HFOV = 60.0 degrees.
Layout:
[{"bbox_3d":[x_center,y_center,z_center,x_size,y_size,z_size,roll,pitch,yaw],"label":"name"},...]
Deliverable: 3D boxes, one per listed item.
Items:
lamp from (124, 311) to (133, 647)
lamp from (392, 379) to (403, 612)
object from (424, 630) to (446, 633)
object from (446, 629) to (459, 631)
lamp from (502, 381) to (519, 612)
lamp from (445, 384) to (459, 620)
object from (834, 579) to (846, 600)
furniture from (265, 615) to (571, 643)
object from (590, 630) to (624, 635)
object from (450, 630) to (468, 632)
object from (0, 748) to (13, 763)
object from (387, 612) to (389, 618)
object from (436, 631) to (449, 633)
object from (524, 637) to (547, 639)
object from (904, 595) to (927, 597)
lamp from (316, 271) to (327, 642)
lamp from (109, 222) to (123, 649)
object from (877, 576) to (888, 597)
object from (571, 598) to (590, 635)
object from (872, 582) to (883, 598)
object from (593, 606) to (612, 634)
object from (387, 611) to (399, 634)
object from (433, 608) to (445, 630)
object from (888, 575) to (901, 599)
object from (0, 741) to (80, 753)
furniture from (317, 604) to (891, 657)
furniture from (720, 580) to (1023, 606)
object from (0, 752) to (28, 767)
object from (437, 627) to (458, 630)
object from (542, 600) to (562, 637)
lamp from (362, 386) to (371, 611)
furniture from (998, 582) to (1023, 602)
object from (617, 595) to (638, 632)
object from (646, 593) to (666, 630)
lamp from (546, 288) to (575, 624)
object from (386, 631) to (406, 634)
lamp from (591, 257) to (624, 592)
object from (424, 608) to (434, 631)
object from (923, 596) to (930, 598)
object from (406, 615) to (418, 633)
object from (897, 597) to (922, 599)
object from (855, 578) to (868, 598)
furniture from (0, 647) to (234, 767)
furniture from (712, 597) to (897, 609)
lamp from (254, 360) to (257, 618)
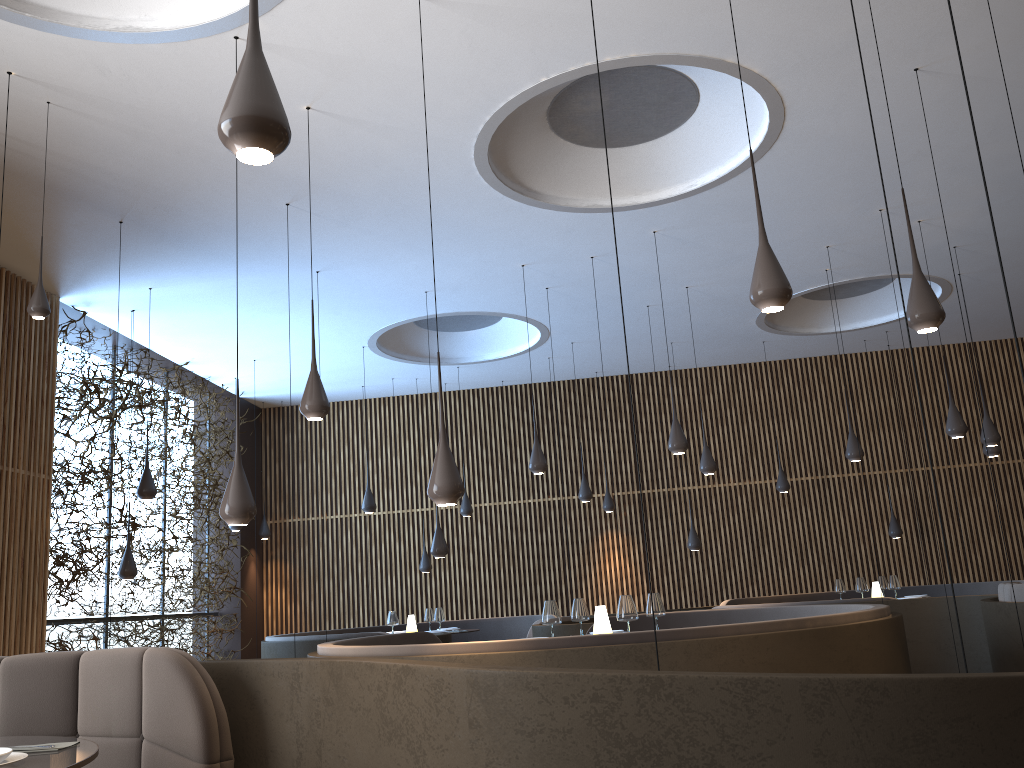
[{"bbox_3d":[-4.033,2.225,9.249,0.196,6.241,0.196,-11,-14,29],"label":"lamp"},{"bbox_3d":[-1.612,2.961,12.949,0.196,6.241,0.197,-9,-13,20],"label":"lamp"},{"bbox_3d":[-0.906,2.934,10.491,0.263,0.029,0.264,-7,-14,10],"label":"object"},{"bbox_3d":[-0.818,3.116,11.220,0.332,0.014,0.334,-2,-14,-10],"label":"object"},{"bbox_3d":[0.067,2.994,13.573,0.196,6.241,0.196,-11,-14,29],"label":"lamp"},{"bbox_3d":[-0.843,3.037,13.483,0.196,6.241,0.197,-9,-13,20],"label":"lamp"},{"bbox_3d":[4.062,2.567,10.974,0.142,0.294,0.142,-13,-16,35],"label":"object"},{"bbox_3d":[-0.968,3.447,10.722,3.883,1.041,3.813,0,-14,-18],"label":"furniture"},{"bbox_3d":[0.725,1.907,6.782,0.263,0.029,0.264,-4,-14,0],"label":"object"},{"bbox_3d":[-0.645,2.969,10.640,0.126,0.016,0.263,5,-17,-34],"label":"object"},{"bbox_3d":[-1.354,0.914,2.136,0.263,0.029,0.264,0,-14,-18],"label":"object"},{"bbox_3d":[-1.508,3.013,11.169,0.142,0.294,0.142,-5,-13,5],"label":"object"},{"bbox_3d":[-0.906,2.943,10.489,0.332,0.014,0.334,-2,-14,-9],"label":"object"},{"bbox_3d":[0.141,1.862,6.430,0.263,0.029,0.264,3,-16,-28],"label":"object"},{"bbox_3d":[4.942,2.602,10.842,0.263,0.029,0.264,-6,-14,9],"label":"object"},{"bbox_3d":[-1.793,1.882,8.501,0.196,6.241,0.196,6,-16,-39],"label":"lamp"},{"bbox_3d":[-3.194,1.630,7.067,0.196,6.241,0.197,0,-13,-19],"label":"lamp"},{"bbox_3d":[4.645,2.554,11.094,0.142,0.294,0.142,-15,-17,41],"label":"object"},{"bbox_3d":[0.516,1.769,6.691,0.142,0.294,0.142,-10,-14,26],"label":"object"},{"bbox_3d":[4.408,2.510,10.714,0.142,0.231,0.145,-3,-13,-3],"label":"object"},{"bbox_3d":[0.638,1.696,6.303,0.142,0.231,0.145,-9,-14,20],"label":"object"},{"bbox_3d":[-1.422,2.860,10.570,0.142,0.294,0.142,-4,-13,0],"label":"object"},{"bbox_3d":[-0.880,2.863,10.744,0.142,0.294,0.142,-4,-13,-2],"label":"object"},{"bbox_3d":[4.561,2.431,10.565,0.142,0.294,0.142,-12,-15,31],"label":"object"},{"bbox_3d":[-1.341,1.002,2.428,0.262,0.016,0.127,-4,-14,-2],"label":"object"},{"bbox_3d":[0.653,2.229,6.132,3.880,1.112,3.812,1,-14,-19],"label":"furniture"},{"bbox_3d":[4.858,3.130,11.248,3.946,1.041,1.986,-14,-17,36],"label":"furniture"},{"bbox_3d":[-1.353,0.924,2.134,0.332,0.014,0.333,2,-15,-24],"label":"object"},{"bbox_3d":[-0.819,3.107,11.222,0.263,0.029,0.264,-3,-14,-6],"label":"object"},{"bbox_3d":[0.281,1.686,6.285,0.142,0.294,0.142,3,-14,-27],"label":"object"},{"bbox_3d":[-2.127,3.077,13.273,0.196,6.241,0.197,-2,-13,-10],"label":"lamp"},{"bbox_3d":[4.070,1.904,6.198,0.931,1.054,2.544,-7,-14,10],"label":"furniture"},{"bbox_3d":[0.772,1.562,5.924,0.142,0.294,0.142,4,-15,-33],"label":"object"},{"bbox_3d":[1.040,1.664,6.418,0.142,0.294,0.142,1,-14,-23],"label":"object"},{"bbox_3d":[0.619,1.947,9.468,0.196,6.241,0.196,-14,-16,39],"label":"lamp"},{"bbox_3d":[-1.481,3.190,11.369,0.263,0.029,0.264,-3,-14,-3],"label":"object"},{"bbox_3d":[1.059,1.712,8.639,0.196,6.241,0.196,-14,-16,39],"label":"lamp"},{"bbox_3d":[-1.053,3.013,11.301,0.142,0.294,0.142,7,-17,-40],"label":"object"},{"bbox_3d":[4.943,2.611,10.840,0.332,0.014,0.334,-2,-14,-10],"label":"object"},{"bbox_3d":[-1.240,2.968,10.936,0.142,0.231,0.145,-1,-13,-14],"label":"object"},{"bbox_3d":[4.578,2.471,10.203,0.263,0.029,0.264,-3,-14,-5],"label":"object"},{"bbox_3d":[4.146,2.446,10.505,0.142,0.294,0.143,-3,-13,-7],"label":"object"},{"bbox_3d":[-2.117,1.431,2.745,2.531,1.054,0.936,-4,-13,1],"label":"furniture"},{"bbox_3d":[3.179,2.861,9.504,0.902,1.041,2.541,8,-18,-42],"label":"furniture"},{"bbox_3d":[-3.302,2.716,11.459,0.196,6.241,0.196,-11,-14,29],"label":"lamp"}]
